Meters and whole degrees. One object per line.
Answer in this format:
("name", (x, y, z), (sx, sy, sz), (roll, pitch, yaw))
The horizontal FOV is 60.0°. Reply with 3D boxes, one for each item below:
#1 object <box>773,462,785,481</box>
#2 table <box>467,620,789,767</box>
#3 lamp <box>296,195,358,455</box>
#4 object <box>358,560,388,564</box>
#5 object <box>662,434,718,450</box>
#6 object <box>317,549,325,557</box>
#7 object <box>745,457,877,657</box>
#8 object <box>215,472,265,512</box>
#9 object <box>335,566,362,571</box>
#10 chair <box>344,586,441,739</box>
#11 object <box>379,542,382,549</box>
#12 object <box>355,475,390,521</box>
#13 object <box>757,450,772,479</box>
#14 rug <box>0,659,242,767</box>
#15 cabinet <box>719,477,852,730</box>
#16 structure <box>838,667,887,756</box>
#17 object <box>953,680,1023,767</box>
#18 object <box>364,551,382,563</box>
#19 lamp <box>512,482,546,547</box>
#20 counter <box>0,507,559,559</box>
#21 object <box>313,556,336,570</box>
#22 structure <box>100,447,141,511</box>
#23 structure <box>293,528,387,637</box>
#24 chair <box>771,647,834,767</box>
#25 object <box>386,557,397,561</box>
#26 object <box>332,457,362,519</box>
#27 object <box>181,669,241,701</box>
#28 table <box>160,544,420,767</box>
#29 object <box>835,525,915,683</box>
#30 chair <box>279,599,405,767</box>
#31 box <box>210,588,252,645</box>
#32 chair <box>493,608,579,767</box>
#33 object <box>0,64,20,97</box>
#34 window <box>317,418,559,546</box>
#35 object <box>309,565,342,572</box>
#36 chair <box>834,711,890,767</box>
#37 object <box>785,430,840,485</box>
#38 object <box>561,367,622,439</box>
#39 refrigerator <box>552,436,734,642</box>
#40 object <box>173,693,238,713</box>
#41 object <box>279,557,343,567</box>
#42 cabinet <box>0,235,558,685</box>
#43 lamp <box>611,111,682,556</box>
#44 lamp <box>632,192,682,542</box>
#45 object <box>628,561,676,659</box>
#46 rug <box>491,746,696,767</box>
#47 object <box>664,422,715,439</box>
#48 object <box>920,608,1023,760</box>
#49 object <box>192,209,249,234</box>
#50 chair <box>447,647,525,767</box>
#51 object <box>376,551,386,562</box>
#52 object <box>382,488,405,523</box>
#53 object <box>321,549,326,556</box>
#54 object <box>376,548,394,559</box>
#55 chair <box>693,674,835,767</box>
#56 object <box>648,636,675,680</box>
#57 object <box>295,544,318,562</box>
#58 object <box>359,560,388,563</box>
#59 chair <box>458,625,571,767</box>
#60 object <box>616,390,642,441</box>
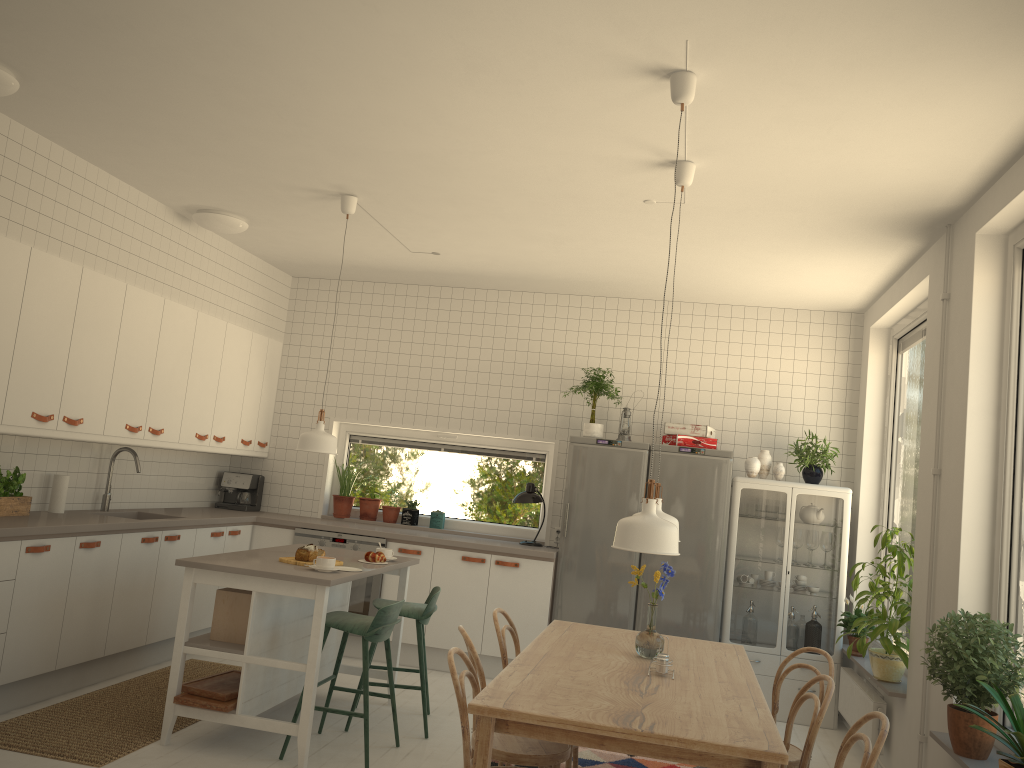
("object", (1.858, 0.610, 6.173), (0.082, 0.126, 0.082), (8, -7, -16))
("table", (0.436, 1.443, 3.308), (0.894, 0.749, 1.796), (5, -6, 11))
("lamp", (-0.995, -0.360, 4.957), (0.229, 1.492, 0.229), (5, -7, 12))
("object", (-0.780, 1.001, 4.984), (0.167, 0.005, 0.167), (5, -6, 7))
("object", (1.284, 0.426, 6.426), (0.309, 0.082, 0.312), (7, -6, -9))
("object", (-1.026, 0.895, 4.658), (0.083, 0.057, 0.072), (4, -6, 18))
("object", (1.960, 1.118, 5.875), (0.943, 1.209, 0.261), (3, -7, 27))
("object", (-2.213, 0.863, 7.130), (0.316, 0.292, 0.279), (5, -6, 12))
("object", (-0.848, 0.946, 4.531), (0.167, 0.005, 0.167), (5, -6, 7))
("chair", (-0.642, 1.509, 4.963), (0.446, 0.752, 0.485), (6, -6, -4))
("object", (-0.760, 0.974, 5.183), (0.028, 0.086, 0.102), (11, -8, -38))
("object", (-1.143, 0.920, 7.189), (0.258, 0.370, 0.234), (3, -7, 23))
("object", (1.778, 0.571, 6.258), (0.102, 0.206, 0.102), (7, -6, -5))
("rug", (-1.952, 1.738, 4.855), (0.750, 0.004, 1.998), (5, -6, 11))
("cabinet", (1.878, 1.484, 6.187), (0.789, 1.594, 0.452), (5, -7, 11))
("structure", (2.106, 1.935, 5.304), (0.113, 0.276, 1.015), (5, -6, 11))
("object", (1.693, 1.172, 2.915), (0.417, 0.425, 0.486), (4, -7, 18))
("object", (-0.791, 0.970, 4.981), (0.069, 0.060, 0.131), (11, -8, -40))
("lamp", (0.119, 0.976, 6.684), (0.239, 0.466, 0.262), (1, -8, 40))
("counter", (-1.445, 0.915, 4.680), (2.857, 0.163, 4.840), (5, -6, 11))
("object", (-0.923, 0.887, 4.384), (0.098, 0.064, 0.094), (10, -7, -30))
("structure", (-2.503, 0.615, 5.692), (0.236, 0.422, 0.063), (4, -7, 19))
("structure", (-1.238, 1.487, 6.778), (0.706, 0.711, 0.703), (5, -6, 11))
("chair", (1.071, 1.514, 3.715), (0.483, 0.811, 0.385), (8, -7, -16))
("object", (-0.749, 1.016, 5.159), (0.160, 0.020, 0.160), (5, -6, 8))
("object", (-1.343, 0.839, 7.223), (0.300, 0.499, 0.333), (7, -6, -5))
("object", (-1.407, 1.495, 4.411), (0.281, 0.030, 0.430), (4, -6, 20))
("table", (-1.134, 1.385, 4.805), (0.794, 0.865, 1.422), (5, -6, 11))
("object", (2.061, 1.209, 4.895), (0.485, 0.842, 0.615), (7, -6, -9))
("chair", (-0.791, 1.430, 4.369), (0.446, 0.752, 0.484), (5, -6, 11))
("box", (-1.317, 1.163, 4.500), (0.237, 0.243, 0.357), (5, -6, 12))
("chair", (0.115, 1.434, 3.920), (0.483, 0.811, 0.385), (5, -7, 14))
("object", (-2.284, -1.296, 3.750), (0.351, 0.101, 0.351), (11, -7, -36))
("window", (-0.577, 0.777, 7.158), (1.898, 0.817, 0.293), (5, -6, 11))
("object", (-0.924, 0.915, 4.382), (0.160, 0.020, 0.160), (9, -7, -23))
("chair", (0.858, 1.383, 2.686), (0.483, 0.811, 0.385), (5, -7, 14))
("object", (2.117, 0.518, 6.256), (0.371, 0.385, 0.372), (2, -7, 30))
("object", (0.616, 0.130, 6.504), (0.474, 0.545, 0.467), (3, -7, 25))
("refrigerator", (0.925, 1.326, 6.381), (1.146, 1.779, 0.559), (5, -7, 11))
("object", (-1.407, 1.516, 4.331), (0.281, 0.030, 0.430), (5, -6, 11))
("object", (-1.050, 0.930, 4.644), (0.237, 0.019, 0.306), (3, -7, 28))
("cabinet", (-1.405, 0.522, 4.724), (2.853, 2.161, 4.840), (5, -6, 11))
("lamp", (0.531, -0.229, 3.061), (0.229, 1.597, 0.229), (12, -9, -43))
("lamp", (0.691, -0.124, 3.897), (0.229, 1.597, 0.229), (10, -8, -33))
("object", (0.574, 0.913, 3.602), (0.144, 0.389, 0.206), (9, -7, -26))
("rug", (0.498, 1.841, 3.472), (1.749, 0.035, 3.022), (5, -6, 11))
("object", (1.291, 0.345, 6.439), (0.312, 0.083, 0.307), (3, -7, 24))
("object", (1.823, 1.181, 3.516), (0.383, 0.561, 0.394), (5, -6, 10))
("object", (-1.898, -1.042, 5.770), (0.351, 0.101, 0.351), (11, -7, -36))
("chair", (-0.015, 1.314, 2.922), (0.483, 0.811, 0.385), (5, -6, 9))
("object", (-0.743, 0.978, 5.004), (0.060, 0.059, 0.074), (8, -7, -19))
("object", (-0.955, 0.983, 7.121), (0.194, 0.278, 0.176), (9, -7, -22))
("object", (-1.029, 0.900, 4.686), (0.083, 0.055, 0.073), (4, -6, 18))
("object", (-0.746, 0.990, 5.164), (0.094, 0.060, 0.098), (5, -6, 8))
("chair", (0.878, 1.438, 3.189), (0.483, 0.811, 0.385), (5, -6, 9))
("object", (0.560, 1.006, 3.290), (0.095, 0.138, 0.154), (5, -6, 12))
("object", (-1.061, 0.870, 4.585), (0.086, 0.087, 0.090), (4, -7, 19))
("object", (-0.780, 0.999, 4.988), (0.122, 0.005, 0.120), (3, -7, 29))
("chair", (-0.012, 1.368, 3.430), (0.483, 0.811, 0.385), (7, -6, -6))
("object", (0.851, 0.232, 6.451), (0.163, 0.384, 0.154), (2, -8, 34))
